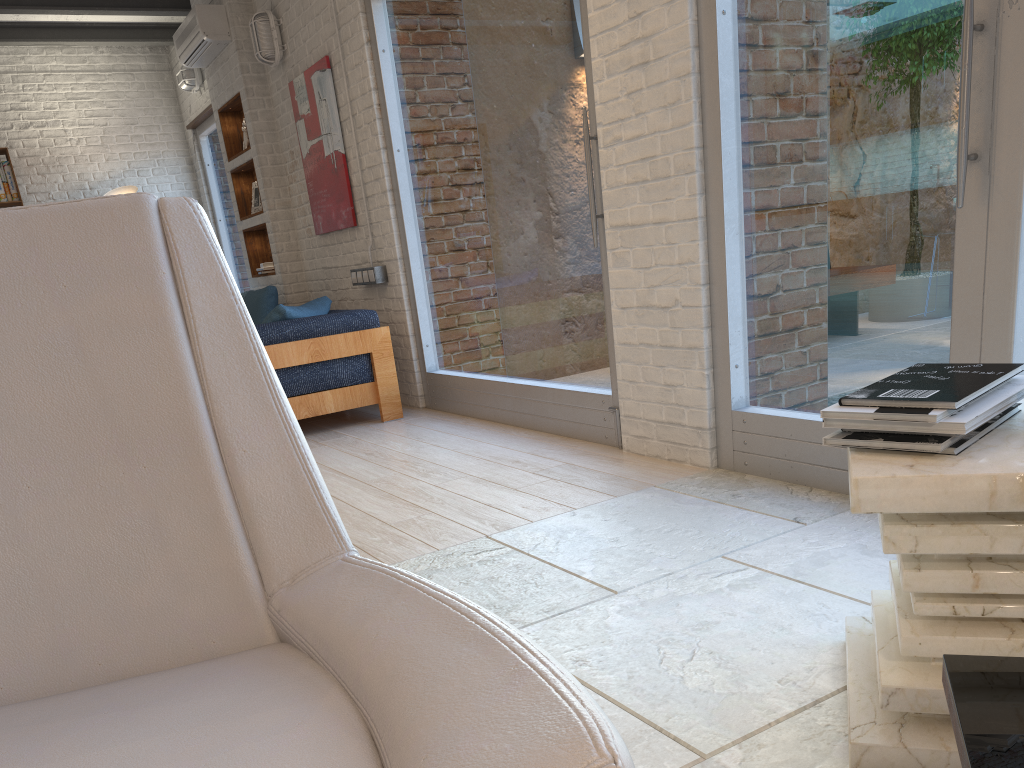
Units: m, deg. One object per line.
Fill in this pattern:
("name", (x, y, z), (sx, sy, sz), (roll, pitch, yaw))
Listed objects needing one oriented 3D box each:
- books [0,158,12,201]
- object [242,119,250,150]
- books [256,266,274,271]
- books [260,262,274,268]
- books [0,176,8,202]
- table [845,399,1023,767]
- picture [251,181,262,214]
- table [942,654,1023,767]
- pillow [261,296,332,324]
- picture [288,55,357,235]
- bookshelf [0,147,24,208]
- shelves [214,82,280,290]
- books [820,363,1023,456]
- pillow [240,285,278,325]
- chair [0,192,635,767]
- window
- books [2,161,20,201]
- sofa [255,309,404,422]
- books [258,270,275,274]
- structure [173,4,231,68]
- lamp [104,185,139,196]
("books", (-4.425, -1.774, 7.585), (0.036, 0.401, 0.237), (-17, 18, -29))
("object", (-1.981, -1.877, 6.556), (0.111, 0.254, 0.209), (-13, 15, -21))
("books", (-1.901, -0.912, 6.868), (0.168, 0.019, 0.231), (-12, 10, -27))
("books", (-1.906, -0.939, 6.866), (0.131, 0.035, 0.199), (-11, 10, -20))
("books", (-4.459, -1.738, 7.567), (0.054, 0.344, 0.248), (-17, 18, -29))
("table", (0.832, 0.323, 1.472), (0.496, 0.527, 0.472), (-2, 15, 20))
("picture", (-1.966, -1.452, 6.783), (0.099, 0.255, 0.190), (-20, 19, -37))
("table", (0.485, 0.613, 0.139), (2.210, 0.449, 1.884), (-4, 10, 21))
("pillow", (-1.297, -0.314, 5.113), (0.378, 0.343, 0.539), (-2, 12, 20))
("picture", (-1.222, -1.484, 5.595), (0.019, 1.003, 0.725), (-17, 18, -29))
("bookshelf", (-4.799, -0.810, 7.586), (1.291, 2.301, 0.354), (-15, 19, -27))
("shelves", (-1.951, -1.468, 6.730), (0.188, 1.492, 0.748), (-17, 19, -29))
("books", (0.827, 0.038, 1.331), (0.563, 0.083, 0.377), (1, 13, 44))
("pillow", (-1.899, -0.471, 6.262), (0.249, 0.435, 1.185), (-16, 13, -30))
("chair", (-0.484, 0.311, 0.946), (1.020, 1.062, 0.935), (-10, 14, -12))
("window", (0.268, -2.937, 2.941), (0.633, 6.688, 12.055), (-17, 14, -29))
("books", (-4.388, -1.757, 7.630), (0.054, 0.344, 0.248), (-17, 18, -29))
("sofa", (-2.572, -0.070, 6.207), (2.038, 0.690, 3.861), (-13, 11, -30))
("books", (-1.910, -0.886, 6.884), (0.160, 0.018, 0.244), (-10, 9, -20))
("structure", (-2.249, -2.500, 6.302), (0.196, 0.229, 0.796), (-15, 12, -30))
("lamp", (-3.210, -0.902, 8.095), (0.865, 1.929, 0.483), (3, 20, 31))
